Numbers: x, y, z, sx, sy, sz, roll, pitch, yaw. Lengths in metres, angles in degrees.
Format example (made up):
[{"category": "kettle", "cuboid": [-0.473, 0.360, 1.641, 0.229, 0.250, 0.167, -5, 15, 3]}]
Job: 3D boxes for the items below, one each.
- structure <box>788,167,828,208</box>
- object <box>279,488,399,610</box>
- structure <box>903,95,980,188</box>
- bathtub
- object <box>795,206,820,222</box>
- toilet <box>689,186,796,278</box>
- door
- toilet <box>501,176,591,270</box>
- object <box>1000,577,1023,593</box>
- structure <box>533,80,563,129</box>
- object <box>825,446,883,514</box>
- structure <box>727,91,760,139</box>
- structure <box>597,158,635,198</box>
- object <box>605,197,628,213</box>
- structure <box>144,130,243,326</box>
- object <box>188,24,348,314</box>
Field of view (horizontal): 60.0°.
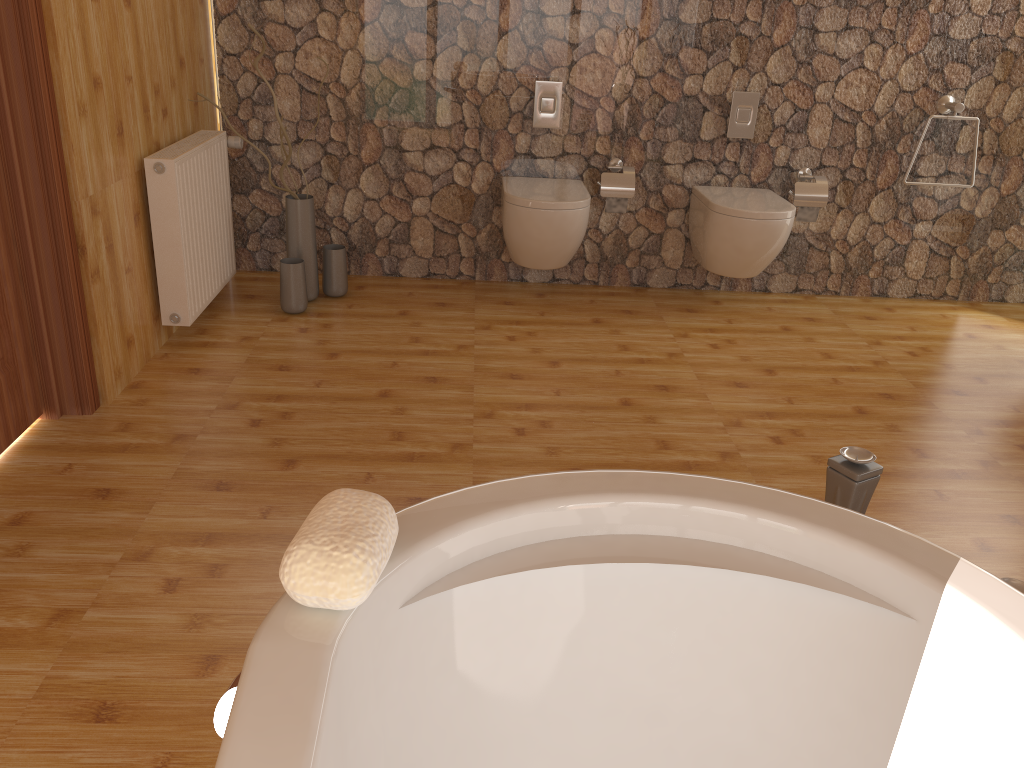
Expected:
[{"category": "structure", "cuboid": [1.344, -0.899, 4.049, 0.170, 0.151, 0.154, 2, 24, -3]}, {"category": "object", "cuboid": [-0.180, 0.173, 0.943, 0.105, 0.077, 0.166, 5, 24, 4]}, {"category": "structure", "cuboid": [1.947, -1.094, 3.997, 0.332, 0.387, 0.133, 2, 24, -3]}, {"category": "bathtub", "cuboid": [0.157, 0.694, 0.493, 0.977, 0.900, 1.946, 3, 24, -1]}, {"category": "object", "cuboid": [1.347, -0.823, 4.058, 0.098, 0.151, 0.090, 2, 24, -3]}, {"category": "toilet", "cuboid": [1.018, -0.657, 3.949, 0.371, 0.337, 0.507, 2, 24, -3]}, {"category": "door", "cuboid": [-1.362, -0.662, 1.954, 0.106, 2.001, 0.823, 2, 24, -4]}, {"category": "toilet", "cuboid": [0.139, -0.688, 3.902, 0.371, 0.337, 0.507, 2, 24, -3]}, {"category": "object", "cuboid": [0.766, 0.537, 1.462, 0.080, 0.478, 0.080, -11, 27, -29]}, {"category": "structure", "cuboid": [0.158, -1.238, 3.932, 0.120, 0.200, 0.010, 2, 24, -3]}, {"category": "object", "cuboid": [1.623, -0.010, 1.028, 2.276, 1.921, 0.347, 21, 29, 35]}, {"category": "structure", "cuboid": [1.037, -1.206, 3.979, 0.120, 0.200, 0.010, 2, 24, -3]}, {"category": "structure", "cuboid": [0.467, -0.931, 4.003, 0.170, 0.151, 0.154, 2, 24, -3]}, {"category": "object", "cuboid": [0.471, -0.855, 4.011, 0.098, 0.151, 0.090, 2, 24, -3]}, {"category": "structure", "cuboid": [-1.198, -0.636, 3.459, 0.150, 0.600, 0.745, 2, 24, -3]}, {"category": "object", "cuboid": [-0.931, -0.828, 3.532, 0.277, 1.123, 0.658, 11, 25, 17]}]
